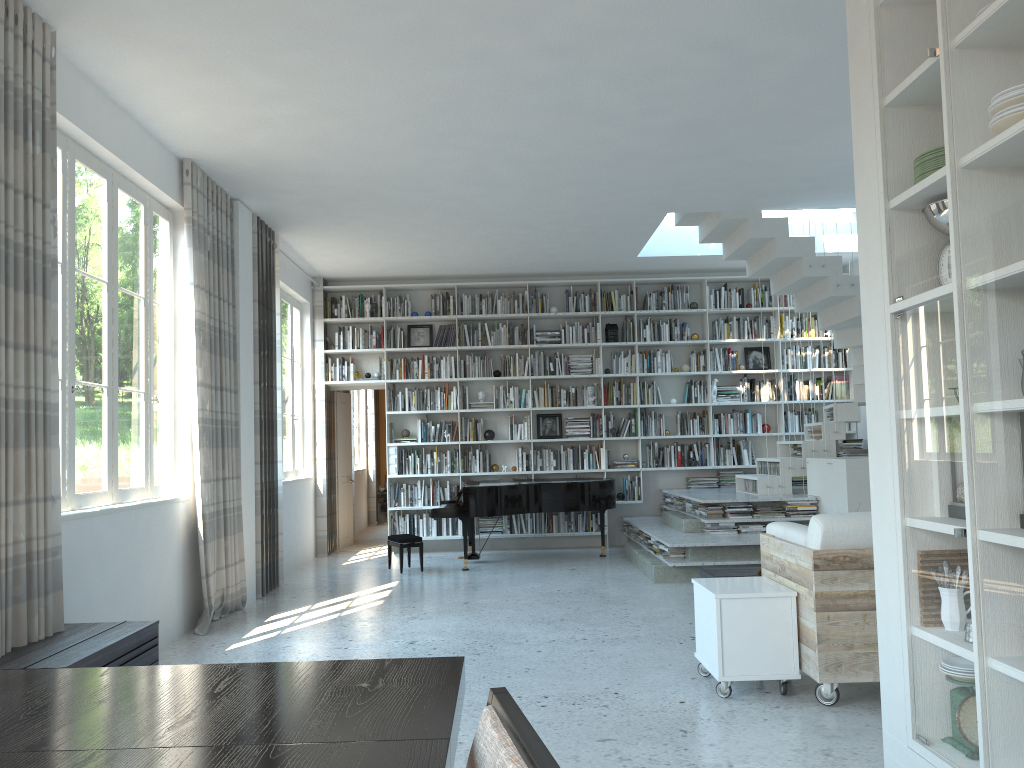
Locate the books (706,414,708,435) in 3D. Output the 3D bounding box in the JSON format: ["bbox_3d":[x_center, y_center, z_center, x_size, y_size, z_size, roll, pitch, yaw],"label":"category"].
[{"bbox_3d":[2.291,0.484,10.515,0.019,0.240,0.134,-2,-4,-1],"label":"books"}]

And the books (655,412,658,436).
[{"bbox_3d":[1.710,0.478,10.502,0.006,0.285,0.159,-2,-4,-1],"label":"books"}]

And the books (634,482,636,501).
[{"bbox_3d":[1.428,1.251,10.337,0.011,0.212,0.178,-2,-4,-1],"label":"books"}]

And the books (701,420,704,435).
[{"bbox_3d":[2.239,0.513,10.475,0.016,0.180,0.189,-2,-4,-1],"label":"books"}]

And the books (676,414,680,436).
[{"bbox_3d":[1.967,0.487,10.500,0.019,0.251,0.130,-2,-4,-1],"label":"books"}]

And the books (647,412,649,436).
[{"bbox_3d":[1.598,0.480,10.482,0.005,0.283,0.159,-2,-4,-1],"label":"books"}]

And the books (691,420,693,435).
[{"bbox_3d":[2.103,0.516,10.478,0.018,0.182,0.182,-2,-4,-1],"label":"books"}]

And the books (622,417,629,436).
[{"bbox_3d":[1.330,0.512,10.489,0.094,0.238,0.149,-2,-4,-1],"label":"books"}]

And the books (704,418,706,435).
[{"bbox_3d":[2.269,0.502,10.494,0.013,0.203,0.158,-2,-4,-1],"label":"books"}]

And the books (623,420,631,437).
[{"bbox_3d":[1.348,0.530,10.487,0.091,0.205,0.169,-2,-4,-1],"label":"books"}]

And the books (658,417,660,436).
[{"bbox_3d":[1.730,0.508,10.501,0.008,0.222,0.134,-2,-4,-1],"label":"books"}]

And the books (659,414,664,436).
[{"bbox_3d":[1.770,0.487,10.494,0.014,0.261,0.142,-2,-4,-1],"label":"books"}]

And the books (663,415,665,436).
[{"bbox_3d":[1.783,0.492,10.495,0.013,0.251,0.173,-2,-4,-1],"label":"books"}]

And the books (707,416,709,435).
[{"bbox_3d":[2.312,0.492,10.510,0.009,0.223,0.146,-2,-4,-1],"label":"books"}]

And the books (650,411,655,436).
[{"bbox_3d":[1.658,0.472,10.481,0.014,0.296,0.175,-2,-4,-1],"label":"books"}]

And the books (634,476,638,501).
[{"bbox_3d":[1.443,1.214,10.346,0.021,0.284,0.172,-2,-4,-1],"label":"books"}]

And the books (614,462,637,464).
[{"bbox_3d":[1.330,0.924,10.401,0.254,0.012,0.161,-2,-4,-1],"label":"books"}]

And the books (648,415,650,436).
[{"bbox_3d":[1.608,0.497,10.483,0.013,0.248,0.165,-2,-4,-1],"label":"books"}]

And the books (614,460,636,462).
[{"bbox_3d":[1.330,0.900,10.404,0.254,0.012,0.161,-2,-4,8],"label":"books"}]

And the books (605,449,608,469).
[{"bbox_3d":[1.107,0.887,10.471,0.027,0.228,0.141,-2,-4,-1],"label":"books"}]

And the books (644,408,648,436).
[{"bbox_3d":[1.585,0.453,10.507,0.007,0.341,0.149,-2,-3,-1],"label":"books"}]

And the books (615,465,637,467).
[{"bbox_3d":[1.332,0.961,10.407,0.254,0.012,0.161,-2,-4,5],"label":"books"}]

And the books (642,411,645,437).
[{"bbox_3d":[1.554,0.476,10.490,0.018,0.295,0.177,-2,-4,-1],"label":"books"}]

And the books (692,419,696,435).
[{"bbox_3d":[2.144,0.509,10.489,0.015,0.195,0.176,-2,-4,-1],"label":"books"}]

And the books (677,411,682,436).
[{"bbox_3d":[1.983,0.468,10.514,0.016,0.289,0.131,-2,-3,-1],"label":"books"}]

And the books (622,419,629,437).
[{"bbox_3d":[1.335,0.525,10.498,0.090,0.215,0.139,-2,-4,-1],"label":"books"}]

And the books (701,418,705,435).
[{"bbox_3d":[2.254,0.502,10.504,0.016,0.205,0.141,-2,-4,-1],"label":"books"}]

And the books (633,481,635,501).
[{"bbox_3d":[1.416,1.245,10.354,0.012,0.225,0.149,-2,-4,-1],"label":"books"}]

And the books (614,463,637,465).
[{"bbox_3d":[1.331,0.937,10.411,0.254,0.012,0.161,-2,-4,4],"label":"books"}]

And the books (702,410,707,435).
[{"bbox_3d":[2.278,0.455,10.490,0.007,0.295,0.162,-2,-4,-1],"label":"books"}]

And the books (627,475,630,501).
[{"bbox_3d":[1.354,1.211,10.365,0.032,0.300,0.149,-2,-4,-1],"label":"books"}]

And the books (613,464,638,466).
[{"bbox_3d":[1.331,0.948,10.406,0.285,0.012,0.159,-2,-4,2],"label":"books"}]

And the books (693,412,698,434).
[{"bbox_3d":[2.172,0.469,10.491,0.006,0.274,0.173,-2,-4,-1],"label":"books"}]

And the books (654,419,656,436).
[{"bbox_3d":[1.679,0.519,10.495,0.013,0.203,0.167,-2,-4,-1],"label":"books"}]

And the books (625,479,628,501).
[{"bbox_3d":[1.332,1.237,10.344,0.014,0.245,0.176,-2,-4,-1],"label":"books"}]

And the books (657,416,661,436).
[{"bbox_3d":[1.741,0.499,10.492,0.015,0.238,0.176,-2,-4,-1],"label":"books"}]

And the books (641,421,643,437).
[{"bbox_3d":[1.528,0.530,10.492,0.015,0.188,0.168,-2,-4,-1],"label":"books"}]

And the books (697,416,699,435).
[{"bbox_3d":[2.184,0.491,10.489,0.018,0.229,0.182,-2,-4,-1],"label":"books"}]

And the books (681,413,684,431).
[{"bbox_3d":[2.015,0.480,10.500,0.015,0.262,0.149,-2,-4,-1],"label":"books"}]

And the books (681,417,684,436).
[{"bbox_3d":[2.000,0.503,10.485,0.016,0.215,0.178,-2,-4,-1],"label":"books"}]

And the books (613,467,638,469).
[{"bbox_3d":[1.332,0.984,10.404,0.285,0.012,0.159,-2,-4,2],"label":"books"}]

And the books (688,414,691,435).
[{"bbox_3d":[2.084,0.482,10.481,0.018,0.250,0.184,-2,-4,-1],"label":"books"}]

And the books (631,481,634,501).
[{"bbox_3d":[1.398,1.245,10.337,0.026,0.224,0.175,-2,-4,-1],"label":"books"}]

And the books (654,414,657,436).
[{"bbox_3d":[1.690,0.486,10.486,0.012,0.267,0.183,-2,-4,-1],"label":"books"}]

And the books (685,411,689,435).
[{"bbox_3d":[2.071,0.468,10.507,0.007,0.285,0.159,-2,-4,-1],"label":"books"}]

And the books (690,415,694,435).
[{"bbox_3d":[2.121,0.487,10.510,0.030,0.244,0.136,-2,-4,-1],"label":"books"}]

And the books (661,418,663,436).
[{"bbox_3d":[1.756,0.514,10.488,0.014,0.207,0.180,-2,-4,-1],"label":"books"}]

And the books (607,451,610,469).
[{"bbox_3d":[1.136,0.895,10.473,0.030,0.210,0.136,-2,-4,-1],"label":"books"}]

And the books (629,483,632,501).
[{"bbox_3d":[1.378,1.259,10.361,0.013,0.202,0.139,-2,-4,-1],"label":"books"}]

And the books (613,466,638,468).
[{"bbox_3d":[1.332,0.973,10.409,0.285,0.012,0.159,-2,-4,4],"label":"books"}]

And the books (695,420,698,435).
[{"bbox_3d":[2.161,0.515,10.485,0.019,0.183,0.190,-2,-4,-1],"label":"books"}]

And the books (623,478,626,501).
[{"bbox_3d":[1.310,1.229,10.353,0.005,0.264,0.162,-2,-4,-1],"label":"books"}]

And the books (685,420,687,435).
[{"bbox_3d":[2.047,0.507,10.518,0.031,0.208,0.122,-2,-4,-1],"label":"books"}]

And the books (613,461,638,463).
[{"bbox_3d":[1.331,0.912,10.410,0.285,0.012,0.159,-2,-4,3],"label":"books"}]

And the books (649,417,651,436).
[{"bbox_3d":[1.620,0.507,10.472,0.011,0.226,0.188,-2,-4,-1],"label":"books"}]

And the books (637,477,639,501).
[{"bbox_3d":[1.461,1.223,10.367,0.015,0.270,0.157,-2,-4,-1],"label":"books"}]

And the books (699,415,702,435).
[{"bbox_3d":[2.220,0.490,10.502,0.021,0.231,0.155,-2,-4,-1],"label":"books"}]

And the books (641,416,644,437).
[{"bbox_3d":[1.540,0.505,10.502,0.011,0.239,0.136,-2,-4,-1],"label":"books"}]
